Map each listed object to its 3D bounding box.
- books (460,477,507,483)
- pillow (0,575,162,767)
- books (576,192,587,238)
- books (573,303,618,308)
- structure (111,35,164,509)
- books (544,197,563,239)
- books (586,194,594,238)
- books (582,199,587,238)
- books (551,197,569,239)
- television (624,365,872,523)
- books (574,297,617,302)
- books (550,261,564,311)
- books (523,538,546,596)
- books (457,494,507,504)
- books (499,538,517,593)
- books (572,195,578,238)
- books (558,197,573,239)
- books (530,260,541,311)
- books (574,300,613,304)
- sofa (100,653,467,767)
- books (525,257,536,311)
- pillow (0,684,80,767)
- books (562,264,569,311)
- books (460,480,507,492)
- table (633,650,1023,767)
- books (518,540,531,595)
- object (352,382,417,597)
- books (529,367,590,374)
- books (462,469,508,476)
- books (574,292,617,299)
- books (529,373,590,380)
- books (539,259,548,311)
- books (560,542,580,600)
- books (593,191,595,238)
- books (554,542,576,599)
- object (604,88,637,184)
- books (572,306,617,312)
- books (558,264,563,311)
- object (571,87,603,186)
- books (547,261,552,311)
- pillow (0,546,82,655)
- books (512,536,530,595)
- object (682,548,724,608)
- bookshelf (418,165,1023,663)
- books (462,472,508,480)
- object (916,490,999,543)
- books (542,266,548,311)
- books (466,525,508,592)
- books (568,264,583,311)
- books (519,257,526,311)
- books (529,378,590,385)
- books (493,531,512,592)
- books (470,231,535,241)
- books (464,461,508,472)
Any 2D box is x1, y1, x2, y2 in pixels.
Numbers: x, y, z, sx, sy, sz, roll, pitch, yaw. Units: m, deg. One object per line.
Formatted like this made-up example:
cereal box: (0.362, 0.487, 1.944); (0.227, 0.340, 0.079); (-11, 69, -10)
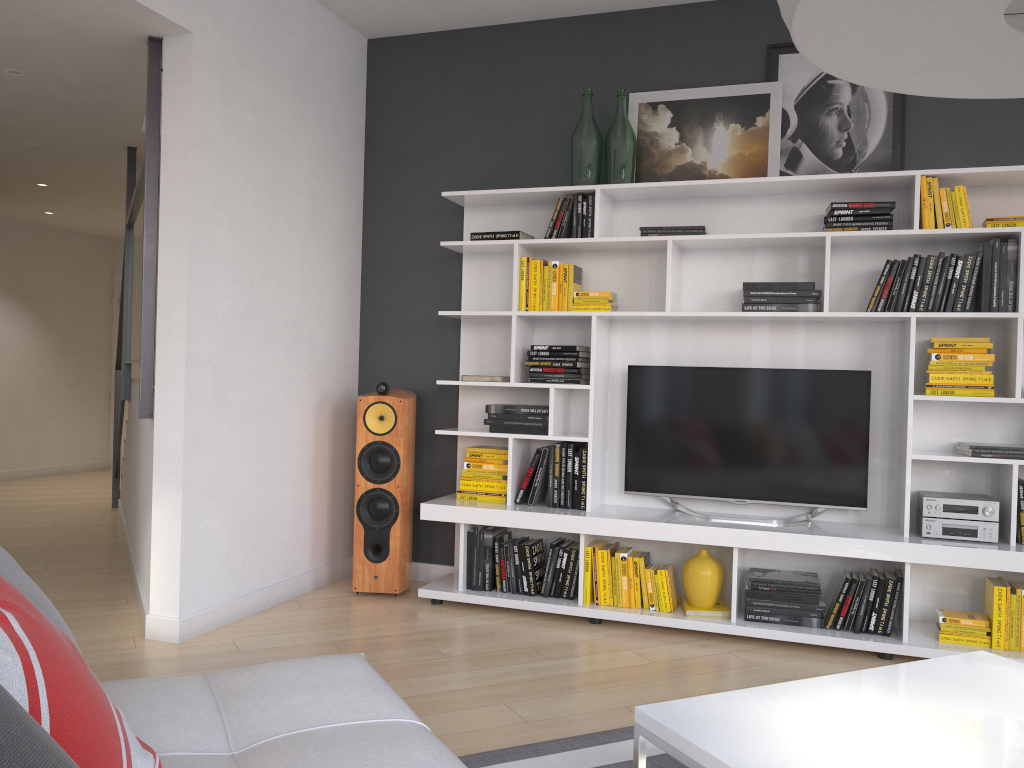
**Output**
books: (-0.107, 0.485, 4.569); (0.263, 0.015, 0.198); (2, 1, 22)
pillow: (-0.287, 0.512, 0.382); (0.575, 0.449, 2.250); (1, 1, -28)
books: (0.354, -0.811, 4.371); (0.025, 0.232, 0.176); (2, 1, 19)
books: (0.410, -0.384, 4.349); (0.196, 0.011, 0.148); (2, 1, 19)
structure: (-1.139, -1.136, 6.151); (2.823, 4.339, 4.190); (1, 1, -26)
books: (0.227, -0.807, 4.416); (0.096, 0.213, 0.166); (2, 1, 18)
books: (0.403, -0.803, 4.350); (0.038, 0.218, 0.169); (2, 1, 19)
books: (0.375, -0.796, 4.359); (0.021, 0.200, 0.147); (2, 1, 19)
books: (0.260, -0.805, 4.411); (0.087, 0.214, 0.171); (2, 1, 20)
television: (1.081, 0.276, 4.161); (1.102, 0.704, 0.207); (2, 1, 19)
books: (0.410, -0.414, 4.344); (0.187, 0.014, 0.134); (2, 1, 19)
books: (0.237, -0.475, 4.418); (0.035, 0.250, 0.185); (2, 1, 19)
books: (0.117, 0.895, 4.350); (0.083, 0.249, 0.191); (2, 1, 19)
books: (-0.115, 0.577, 4.541); (0.270, 0.029, 0.204); (2, 1, 24)
books: (-0.012, 0.898, 4.404); (0.053, 0.240, 0.189); (2, 1, 20)
books: (0.328, -0.806, 4.375); (0.021, 0.221, 0.156); (2, 1, 19)
books: (0.283, -0.804, 4.390); (0.074, 0.212, 0.154); (2, 1, 18)
books: (0.146, -0.481, 4.452); (0.044, 0.255, 0.198); (2, 1, 19)
books: (0.399, -0.398, 4.332); (0.169, 0.018, 0.113); (2, 1, 21)
sofa: (0.405, 0.771, 0.821); (2.614, 0.732, 3.424); (1, 1, -26)
books: (0.112, -0.489, 4.459); (0.025, 0.270, 0.213); (2, 1, 19)
pillow: (-0.137, 0.493, 0.091); (0.608, 0.436, 2.120); (1, 1, -30)
books: (0.287, -0.466, 4.399); (0.024, 0.234, 0.172); (2, 1, 19)
books: (-0.111, 0.515, 4.554); (0.255, 0.044, 0.198); (2, 1, 19)
table: (0.979, 0.918, 1.613); (1.091, 0.435, 1.091); (1, 1, -26)
books: (0.083, 0.898, 4.359); (0.066, 0.242, 0.177); (2, 1, 19)
object: (-0.656, 0.531, 4.670); (0.290, 1.088, 0.434); (2, 0, 4)
books: (0.241, -0.066, 4.420); (0.266, 0.030, 0.209); (2, 1, 18)
books: (-0.104, 0.446, 4.565); (0.251, 0.019, 0.180); (2, 1, 19)
books: (0.411, -0.434, 4.357); (0.186, 0.026, 0.138); (2, 1, 19)
books: (0.241, -0.039, 4.401); (0.270, 0.025, 0.189); (2, 1, 18)
books: (0.176, -0.482, 4.444); (0.015, 0.263, 0.199); (2, 1, 19)
books: (0.303, 0.901, 4.302); (0.084, 0.249, 0.191); (2, 1, 19)
books: (0.427, -0.809, 4.334); (0.019, 0.230, 0.174); (2, 1, 19)
books: (0.263, 0.903, 4.304); (0.071, 0.243, 0.179); (2, 1, 18)
object: (0.532, -1.195, 4.350); (0.157, 0.507, 0.157); (2, 1, 33)
books: (0.407, -0.362, 4.345); (0.190, 0.033, 0.147); (2, 1, 19)
books: (0.265, -0.469, 4.410); (0.023, 0.239, 0.169); (2, 1, 19)
object: (0.367, -1.200, 4.348); (0.157, 0.507, 0.157); (2, 1, 33)
books: (0.212, -0.476, 4.429); (0.019, 0.251, 0.180); (2, 1, 19)
pillow: (-0.029, 0.487, 0.613); (0.647, 0.453, 2.953); (1, 1, -38)
books: (0.058, 0.892, 4.376); (0.066, 0.255, 0.193); (2, 1, 19)
object: (0.876, 0.886, 4.071); (0.185, 0.257, 0.185); (2, 0, -3)
bookshelf: (1.057, 0.102, 4.053); (3.000, 2.052, 0.455); (2, 1, 19)
books: (-0.123, 0.467, 4.552); (0.228, 0.024, 0.152); (2, 1, 23)
object: (1.906, 0.568, 3.807); (0.285, 0.174, 0.270); (2, 1, 19)
books: (0.186, -0.464, 4.419); (0.024, 0.229, 0.156); (2, 1, 19)
books: (-0.123, 0.856, 4.451); (0.128, 0.321, 0.259); (2, 1, 19)
books: (0.313, -0.465, 4.394); (0.024, 0.234, 0.172); (2, 1, 19)
books: (0.084, -0.490, 4.460); (0.029, 0.270, 0.204); (2, 1, 19)
books: (0.238, -0.013, 4.399); (0.263, 0.026, 0.189); (2, 1, 18)
books: (-0.041, 0.881, 4.418); (0.053, 0.268, 0.202); (2, 1, 19)
books: (-0.046, -0.732, 4.496); (0.268, 0.046, 0.208); (2, 1, 23)
books: (-0.094, 0.419, 4.559); (0.250, 0.035, 0.185); (2, 1, 22)
